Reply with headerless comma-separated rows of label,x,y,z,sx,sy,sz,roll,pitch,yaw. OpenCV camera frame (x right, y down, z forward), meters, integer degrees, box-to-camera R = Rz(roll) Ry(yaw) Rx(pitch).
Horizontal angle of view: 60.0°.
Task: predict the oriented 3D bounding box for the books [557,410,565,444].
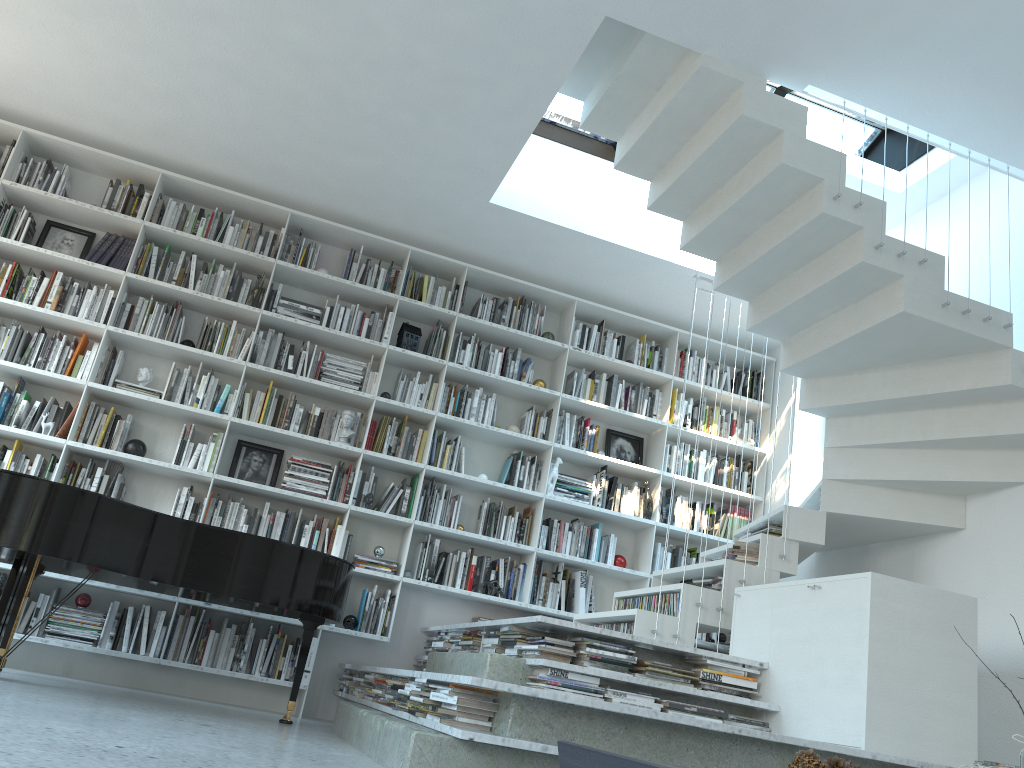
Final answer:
books,0.324,0.345,6.375,0.015,0.299,0.141,15,-20,-14

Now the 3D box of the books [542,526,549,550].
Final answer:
books,0.201,1.080,6.108,0.022,0.183,0.163,15,-20,-14

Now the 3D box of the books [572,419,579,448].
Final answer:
books,0.431,0.395,6.412,0.043,0.268,0.131,15,-20,-14

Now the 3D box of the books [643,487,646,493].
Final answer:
books,0.962,0.893,6.450,0.029,0.282,0.139,15,-20,-14

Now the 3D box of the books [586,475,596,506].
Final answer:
books,0.545,0.785,6.316,0.012,0.253,0.161,15,-20,-14

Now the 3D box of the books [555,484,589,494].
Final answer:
books,0.401,0.756,6.274,0.254,0.012,0.161,14,-20,-9

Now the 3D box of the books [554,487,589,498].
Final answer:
books,0.394,0.778,6.265,0.254,0.012,0.161,17,-21,-19

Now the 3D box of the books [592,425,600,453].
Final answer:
books,0.577,0.436,6.415,0.026,0.243,0.178,15,-20,-14

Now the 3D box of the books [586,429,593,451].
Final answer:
books,0.523,0.440,6.407,0.033,0.212,0.153,15,-20,-14

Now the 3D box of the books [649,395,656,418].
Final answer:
books,1.018,0.211,6.647,0.022,0.233,0.159,15,-20,-14

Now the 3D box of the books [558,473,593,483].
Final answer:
books,0.413,0.680,6.307,0.285,0.012,0.160,15,-20,-12

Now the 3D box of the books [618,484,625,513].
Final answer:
books,0.754,0.852,6.390,0.031,0.249,0.133,15,-20,-14

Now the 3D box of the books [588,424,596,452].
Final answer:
books,0.552,0.428,6.420,0.021,0.252,0.167,15,-20,-14

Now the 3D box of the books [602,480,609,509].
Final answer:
books,0.626,0.813,6.326,0.030,0.235,0.179,15,-20,-14

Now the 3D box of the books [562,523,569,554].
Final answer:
books,0.336,1.092,6.157,0.026,0.238,0.177,15,-20,-14

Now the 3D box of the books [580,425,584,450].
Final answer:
books,0.474,0.404,6.413,0.020,0.266,0.152,15,-20,-14

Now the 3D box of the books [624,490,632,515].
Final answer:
books,0.806,0.881,6.390,0.025,0.212,0.156,15,-20,-14

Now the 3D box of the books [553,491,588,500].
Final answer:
books,0.387,0.802,6.263,0.254,0.012,0.161,15,-20,-12

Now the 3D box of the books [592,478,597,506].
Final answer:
books,0.555,0.798,6.336,0.023,0.246,0.138,15,-20,-14

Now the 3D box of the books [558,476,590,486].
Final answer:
books,0.409,0.702,6.299,0.254,0.012,0.161,15,-20,-12

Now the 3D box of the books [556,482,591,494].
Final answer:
books,0.401,0.746,6.282,0.285,0.012,0.160,17,-21,-17

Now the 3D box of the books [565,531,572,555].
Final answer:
books,0.360,1.122,6.144,0.028,0.181,0.186,15,-20,-14

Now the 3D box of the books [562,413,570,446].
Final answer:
books,0.372,0.363,6.383,0.065,0.288,0.146,15,-20,-14

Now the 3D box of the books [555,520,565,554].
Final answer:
books,0.308,1.076,6.136,0.045,0.245,0.186,15,-20,-14

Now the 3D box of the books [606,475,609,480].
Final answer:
books,0.645,0.803,6.354,0.014,0.279,0.131,15,-20,-14

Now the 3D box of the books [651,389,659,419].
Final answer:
books,1.046,0.193,6.657,0.026,0.283,0.147,15,-20,-14

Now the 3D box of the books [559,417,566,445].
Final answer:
books,0.335,0.371,6.362,0.011,0.247,0.156,15,-20,-14

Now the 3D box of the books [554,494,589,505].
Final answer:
books,0.385,0.822,6.249,0.285,0.012,0.160,14,-20,-9

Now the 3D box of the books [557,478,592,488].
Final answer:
books,0.407,0.713,6.296,0.285,0.012,0.160,15,-20,-12

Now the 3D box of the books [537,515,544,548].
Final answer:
books,0.166,1.041,6.122,0.012,0.253,0.161,15,-20,-14

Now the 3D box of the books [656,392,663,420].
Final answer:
books,1.072,0.209,6.659,0.031,0.264,0.170,15,-20,-14

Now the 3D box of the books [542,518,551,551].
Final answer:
books,0.232,1.058,6.122,0.047,0.243,0.177,15,-20,-14

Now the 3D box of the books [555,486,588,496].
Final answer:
books,0.393,0.770,6.279,0.254,0.012,0.161,15,-20,-14

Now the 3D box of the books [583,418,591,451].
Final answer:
books,0.509,0.399,6.409,0.014,0.284,0.176,15,-20,-14

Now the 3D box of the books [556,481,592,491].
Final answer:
books,0.403,0.735,6.288,0.285,0.012,0.160,15,-20,-12

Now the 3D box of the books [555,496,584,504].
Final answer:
books,0.382,0.834,6.247,0.254,0.012,0.161,17,-21,-18

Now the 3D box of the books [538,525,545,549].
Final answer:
books,0.180,1.073,6.106,0.023,0.186,0.160,15,-20,-14

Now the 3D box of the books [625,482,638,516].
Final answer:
books,0.840,0.854,6.383,0.021,0.270,0.192,15,-20,-14

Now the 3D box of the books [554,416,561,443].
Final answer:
books,0.295,0.365,6.374,0.030,0.252,0.128,15,-20,-14

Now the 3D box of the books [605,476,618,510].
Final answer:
books,0.683,0.808,6.352,0.059,0.281,0.167,15,-20,-14

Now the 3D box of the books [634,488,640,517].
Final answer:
books,0.866,0.877,6.388,0.041,0.238,0.177,15,-20,-14

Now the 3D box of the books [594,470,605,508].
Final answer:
books,0.605,0.773,6.323,0.011,0.299,0.184,15,-20,-14

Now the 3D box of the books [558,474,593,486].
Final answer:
books,0.411,0.691,6.303,0.285,0.012,0.160,16,-20,-16

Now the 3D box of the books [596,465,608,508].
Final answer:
books,0.619,0.758,6.331,0.010,0.338,0.180,15,-20,-14

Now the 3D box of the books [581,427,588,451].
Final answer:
books,0.493,0.429,6.383,0.013,0.206,0.190,15,-20,-14

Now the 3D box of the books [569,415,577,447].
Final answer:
books,0.409,0.377,6.399,0.012,0.284,0.160,15,-20,-14

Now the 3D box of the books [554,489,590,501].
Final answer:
books,0.390,0.791,6.267,0.285,0.012,0.160,16,-20,-16

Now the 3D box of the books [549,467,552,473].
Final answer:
books,0.223,0.705,6.209,0.027,0.220,0.184,15,-20,-14

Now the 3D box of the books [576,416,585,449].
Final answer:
books,0.466,0.387,6.400,0.012,0.286,0.177,15,-20,-14

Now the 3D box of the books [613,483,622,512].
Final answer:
books,0.730,0.842,6.364,0.031,0.241,0.147,15,-20,-14

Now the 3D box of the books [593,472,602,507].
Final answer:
books,0.585,0.785,6.342,0.012,0.284,0.160,15,-20,-14

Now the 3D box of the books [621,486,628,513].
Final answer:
books,0.781,0.866,6.394,0.028,0.234,0.129,15,-20,-14

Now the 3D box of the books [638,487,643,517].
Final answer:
books,0.893,0.882,6.412,0.024,0.254,0.145,15,-20,-14

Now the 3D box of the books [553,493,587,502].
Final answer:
books,0.386,0.812,6.255,0.254,0.012,0.161,14,-20,-10

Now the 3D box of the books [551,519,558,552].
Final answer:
books,0.262,1.069,6.141,0.024,0.246,0.143,15,-20,-14

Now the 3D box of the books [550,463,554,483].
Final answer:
books,0.243,0.699,6.250,0.028,0.266,0.138,15,-20,-14

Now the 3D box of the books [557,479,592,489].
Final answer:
books,0.407,0.722,6.285,0.285,0.012,0.160,17,-21,-19

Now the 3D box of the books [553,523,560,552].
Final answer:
books,0.280,1.081,6.130,0.011,0.222,0.163,15,-20,-14

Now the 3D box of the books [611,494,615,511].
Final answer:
books,0.707,0.826,6.384,0.010,0.277,0.129,15,-20,-14
